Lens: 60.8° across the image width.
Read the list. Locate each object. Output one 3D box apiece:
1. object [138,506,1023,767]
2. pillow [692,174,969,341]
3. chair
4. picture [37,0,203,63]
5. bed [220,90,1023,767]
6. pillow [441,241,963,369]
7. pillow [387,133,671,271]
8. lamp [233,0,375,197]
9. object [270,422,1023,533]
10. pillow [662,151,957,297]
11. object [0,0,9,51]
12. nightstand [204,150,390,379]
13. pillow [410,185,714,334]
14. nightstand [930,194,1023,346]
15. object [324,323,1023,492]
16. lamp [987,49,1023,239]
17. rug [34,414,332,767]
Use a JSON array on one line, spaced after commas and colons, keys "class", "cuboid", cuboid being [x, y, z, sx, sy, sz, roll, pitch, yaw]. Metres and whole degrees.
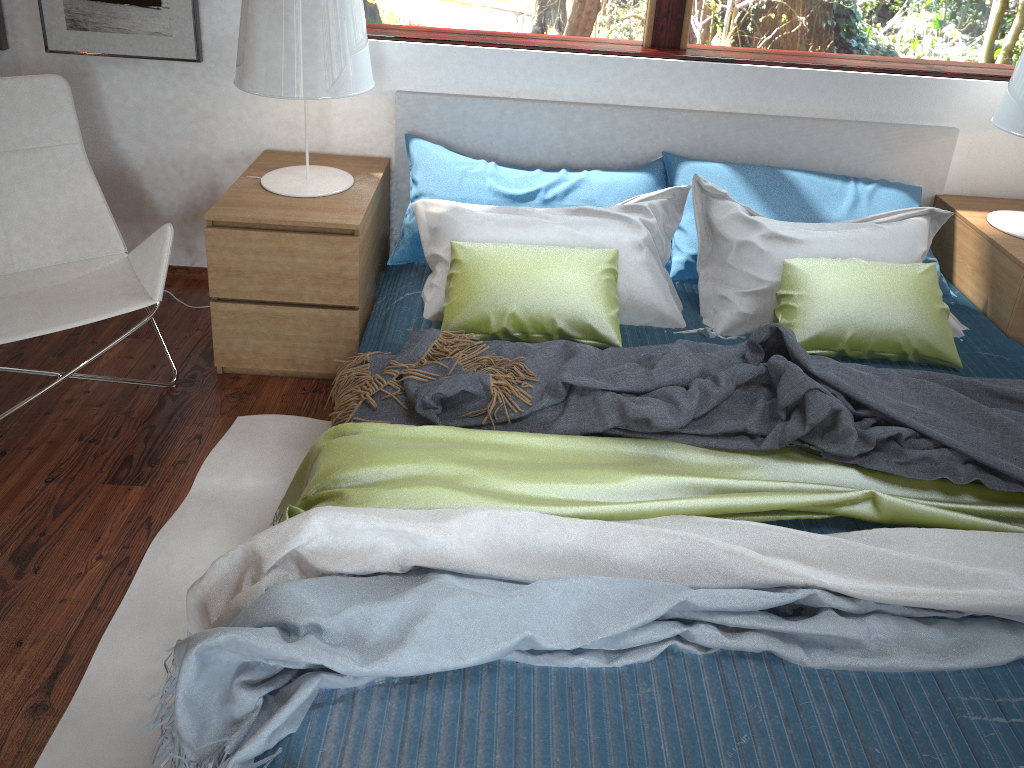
[{"class": "object", "cuboid": [0.479, 0.497, 1.429, 2.153, 0.352, 0.575, 1, 29, -5]}, {"class": "pillow", "cuboid": [0.932, -0.357, 2.513, 0.852, 0.366, 0.386, 1, 27, -6]}, {"class": "chair", "cuboid": [-1.366, -0.382, 2.406, 0.715, 0.746, 0.837, -17, 34, -35]}, {"class": "picture", "cuboid": [-1.251, -1.279, 2.749, 0.504, 0.473, 0.046, 4, 24, -1]}, {"class": "bed", "cuboid": [0.568, 0.094, 1.899, 2.138, 0.720, 2.763, 4, 30, 0]}, {"class": "pillow", "cuboid": [0.504, -0.236, 2.358, 1.377, 0.205, 0.334, 3, 28, -1]}, {"class": "pillow", "cuboid": [0.076, -0.581, 2.802, 0.911, 0.308, 0.372, 2, 28, -3]}, {"class": "lamp", "cuboid": [-0.612, -0.877, 2.586, 0.405, 0.550, 0.435, 2, 26, -4]}, {"class": "object", "cuboid": [0.513, 0.349, 1.786, 2.103, 0.419, 0.527, 1, 28, -5]}, {"class": "pillow", "cuboid": [0.938, -0.522, 2.815, 0.920, 0.298, 0.393, 2, 28, -3]}, {"class": "object", "cuboid": [-1.754, -1.191, 2.799, 0.222, 0.211, 0.043, 4, 24, -1]}, {"class": "nightstand", "cuboid": [-0.647, -0.383, 2.780, 0.428, 0.505, 0.653, 4, 28, -1]}, {"class": "pillow", "cuboid": [0.116, -0.380, 2.529, 0.872, 0.336, 0.507, 1, 28, -5]}, {"class": "nightstand", "cuboid": [1.638, -0.242, 2.809, 0.428, 0.505, 0.653, 4, 28, -1]}, {"class": "object", "cuboid": [0.579, 0.103, 1.930, 2.131, 0.381, 0.672, 8, 29, 7]}, {"class": "lamp", "cuboid": [1.655, -0.737, 2.614, 0.406, 0.550, 0.435, 0, 27, -9]}, {"class": "rug", "cuboid": [0.553, 0.656, 1.581, 2.710, 0.046, 1.933, 3, 30, -1]}]
